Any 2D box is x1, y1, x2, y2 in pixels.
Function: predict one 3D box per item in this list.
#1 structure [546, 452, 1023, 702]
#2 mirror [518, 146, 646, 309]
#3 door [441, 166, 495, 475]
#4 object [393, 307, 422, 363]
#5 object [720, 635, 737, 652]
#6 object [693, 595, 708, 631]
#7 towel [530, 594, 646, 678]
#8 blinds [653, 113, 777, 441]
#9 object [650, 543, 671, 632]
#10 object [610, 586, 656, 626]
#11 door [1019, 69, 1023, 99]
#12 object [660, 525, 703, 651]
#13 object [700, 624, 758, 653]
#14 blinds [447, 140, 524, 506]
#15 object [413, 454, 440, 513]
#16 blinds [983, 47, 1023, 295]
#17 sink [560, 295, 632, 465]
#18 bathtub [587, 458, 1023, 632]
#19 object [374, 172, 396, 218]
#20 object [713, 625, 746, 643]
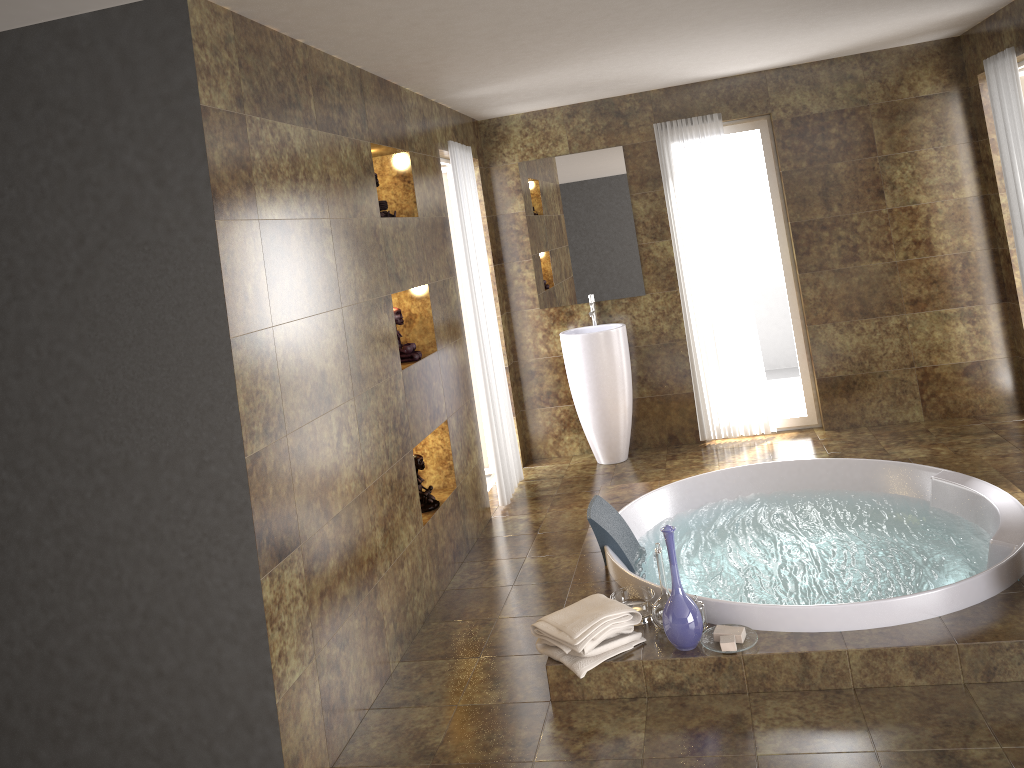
[{"bbox_3d":[1.293,0.730,3.781,1.992,0.123,2.040,-6,10,12],"label":"structure"},{"bbox_3d":[0.496,-1.124,6.227,0.763,1.089,0.008,-8,-3,11],"label":"mirror"},{"bbox_3d":[-0.746,-0.401,6.138,0.961,2.221,0.039,-8,-3,1],"label":"door"},{"bbox_3d":[-0.557,-0.250,4.315,0.173,0.284,0.112,-8,-2,12],"label":"object"},{"bbox_3d":[0.726,0.870,2.900,0.053,0.034,0.074,-7,7,13],"label":"object"},{"bbox_3d":[0.666,0.817,3.098,0.058,0.115,0.057,-8,-1,-26],"label":"object"},{"bbox_3d":[0.267,0.879,3.097,0.327,0.149,0.336,-13,9,-33],"label":"towel"},{"bbox_3d":[1.392,-0.752,6.004,0.516,2.258,0.067,-9,-3,11],"label":"blinds"},{"bbox_3d":[0.551,0.731,3.135,0.129,0.307,0.131,-9,-2,20],"label":"object"},{"bbox_3d":[0.461,0.837,3.271,0.170,0.075,0.171,-9,7,-7],"label":"object"},{"bbox_3d":[3.653,-0.877,5.091,0.040,2.220,0.942,-5,-3,-44],"label":"door"},{"bbox_3d":[0.571,0.697,2.993,0.135,0.419,0.136,-9,-2,20],"label":"object"},{"bbox_3d":[0.744,0.877,2.957,0.190,0.018,0.192,-8,9,1],"label":"object"},{"bbox_3d":[-0.161,-0.438,5.542,0.067,2.270,0.601,-9,-3,13],"label":"blinds"},{"bbox_3d":[-0.449,0.473,4.245,0.151,0.273,0.152,-8,0,12],"label":"object"},{"bbox_3d":[3.011,-0.822,5.027,0.068,2.270,0.485,-9,-3,13],"label":"blinds"},{"bbox_3d":[0.604,-0.036,5.943,0.455,1.133,0.439,-9,-2,15],"label":"sink"},{"bbox_3d":[1.290,0.722,3.780,1.730,0.520,1.790,-1,11,42],"label":"bathtub"},{"bbox_3d":[-0.678,-0.942,4.293,0.151,0.266,0.122,-8,-1,12],"label":"object"},{"bbox_3d":[0.747,0.859,2.968,0.099,0.032,0.062,-4,8,27],"label":"object"}]
